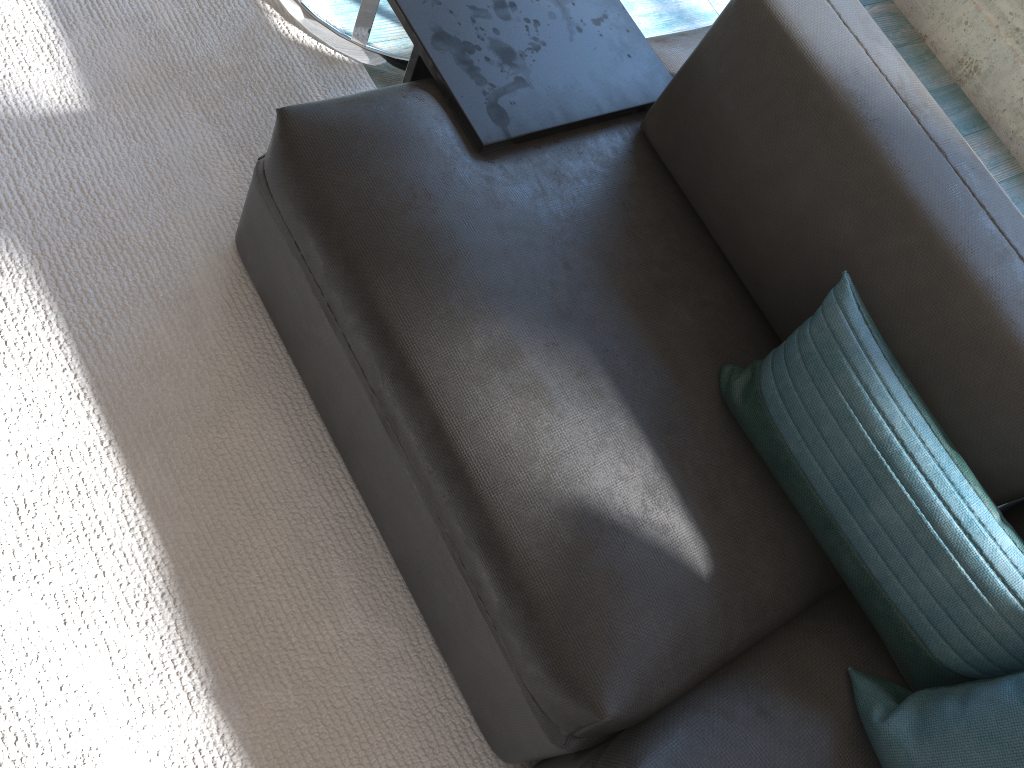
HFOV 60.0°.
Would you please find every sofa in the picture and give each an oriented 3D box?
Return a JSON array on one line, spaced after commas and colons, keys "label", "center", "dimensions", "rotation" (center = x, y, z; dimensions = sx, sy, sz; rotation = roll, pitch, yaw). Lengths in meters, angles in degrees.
[{"label": "sofa", "center": [0.512, 0.300, 1.267], "dimensions": [1.019, 0.680, 2.063], "rotation": [-22, 75, -29]}]

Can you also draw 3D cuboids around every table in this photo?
[{"label": "table", "center": [-0.037, -0.520, 1.635], "dimensions": [0.420, 0.390, 0.413], "rotation": [-22, 75, -29]}, {"label": "table", "center": [-0.170, -1.022, 1.773], "dimensions": [0.620, 0.472, 0.620], "rotation": [-19, 74, -28]}]

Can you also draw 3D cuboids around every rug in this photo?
[{"label": "rug", "center": [-0.706, 1.221, 0.740], "dimensions": [2.954, 0.032, 7.768], "rotation": [-22, 75, -29]}]

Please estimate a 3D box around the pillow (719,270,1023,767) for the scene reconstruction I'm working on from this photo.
[{"label": "pillow", "center": [0.645, 0.312, 1.012], "dimensions": [0.349, 0.466, 1.042], "rotation": [-11, 70, -26]}]
